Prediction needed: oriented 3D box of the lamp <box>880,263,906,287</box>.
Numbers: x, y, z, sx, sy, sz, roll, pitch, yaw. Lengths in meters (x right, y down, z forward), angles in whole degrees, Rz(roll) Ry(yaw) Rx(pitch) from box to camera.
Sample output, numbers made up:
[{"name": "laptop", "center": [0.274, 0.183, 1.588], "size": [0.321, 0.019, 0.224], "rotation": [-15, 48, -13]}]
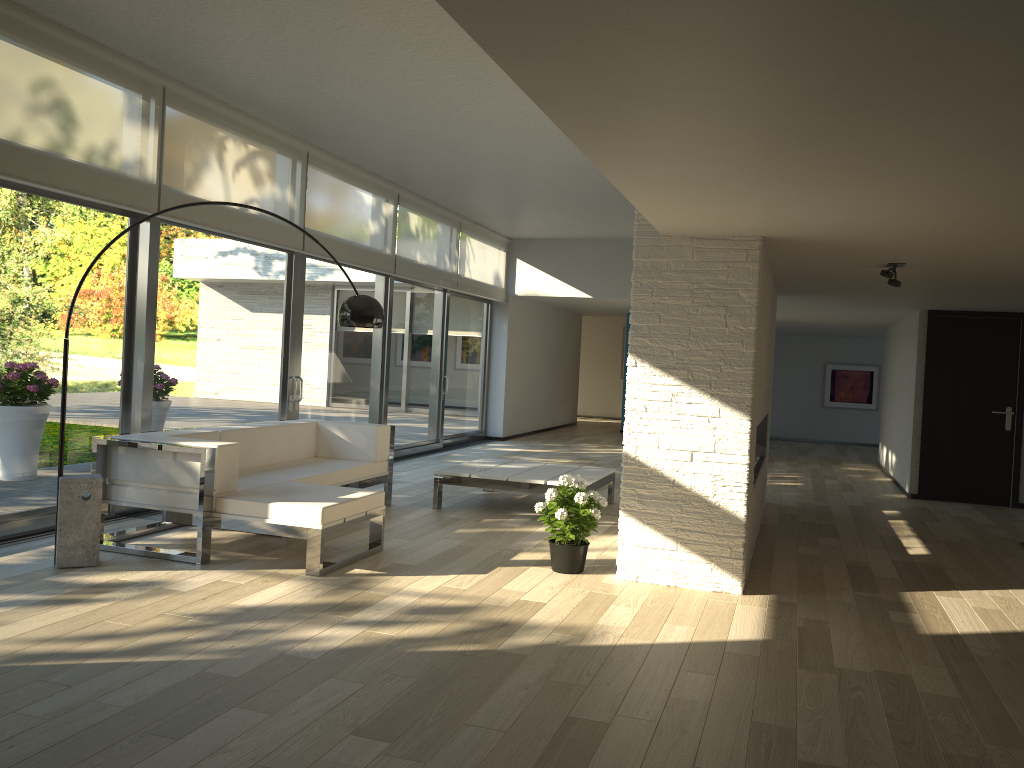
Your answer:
[{"name": "lamp", "center": [2.455, -0.696, 5.730], "size": [0.135, 0.153, 0.234], "rotation": [3, 1, 18]}]

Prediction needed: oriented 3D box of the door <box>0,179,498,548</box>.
[{"name": "door", "center": [-0.577, -0.081, 9.401], "size": [19.444, 2.373, 22.948], "rotation": [3, 2, 18]}]

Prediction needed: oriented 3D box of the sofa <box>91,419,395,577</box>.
[{"name": "sofa", "center": [-1.407, 0.657, 6.043], "size": [1.546, 0.654, 2.404], "rotation": [3, 1, 18]}]

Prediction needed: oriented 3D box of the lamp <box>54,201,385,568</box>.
[{"name": "lamp", "center": [-1.582, -0.020, 5.059], "size": [1.753, 2.024, 0.283], "rotation": [2, 1, -30]}]

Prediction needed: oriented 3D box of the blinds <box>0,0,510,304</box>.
[{"name": "blinds", "center": [-1.841, -1.648, 7.874], "size": [0.056, 0.984, 11.529], "rotation": [3, 1, 18]}]

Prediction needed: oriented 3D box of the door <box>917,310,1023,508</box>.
[{"name": "door", "center": [4.666, 0.237, 8.995], "size": [0.920, 1.947, 0.108], "rotation": [3, 1, 18]}]

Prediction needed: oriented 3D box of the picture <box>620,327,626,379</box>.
[{"name": "picture", "center": [3.145, -0.663, 19.955], "size": [1.378, 1.191, 0.017], "rotation": [3, 1, 18]}]

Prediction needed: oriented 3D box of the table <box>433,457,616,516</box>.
[{"name": "table", "center": [0.142, 0.872, 7.454], "size": [1.220, 0.305, 1.220], "rotation": [3, 1, 18]}]

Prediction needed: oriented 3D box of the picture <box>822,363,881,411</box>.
[{"name": "picture", "center": [6.162, 0.047, 16.083], "size": [0.959, 0.828, 0.017], "rotation": [3, 1, 18]}]

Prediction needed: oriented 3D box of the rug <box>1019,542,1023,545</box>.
[{"name": "rug", "center": [4.082, 1.259, 5.763], "size": [0.979, 0.011, 1.999], "rotation": [3, 2, 18]}]

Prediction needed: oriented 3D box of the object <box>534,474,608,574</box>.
[{"name": "object", "center": [0.348, 0.814, 5.195], "size": [0.405, 0.571, 0.430], "rotation": [4, 1, 40]}]
